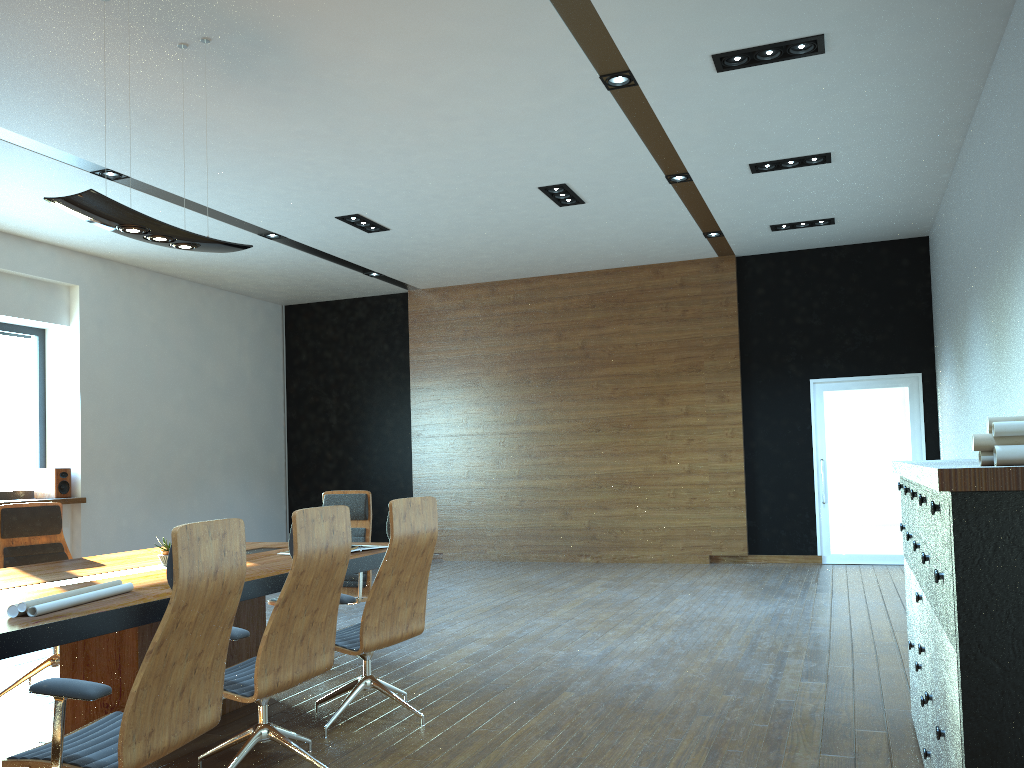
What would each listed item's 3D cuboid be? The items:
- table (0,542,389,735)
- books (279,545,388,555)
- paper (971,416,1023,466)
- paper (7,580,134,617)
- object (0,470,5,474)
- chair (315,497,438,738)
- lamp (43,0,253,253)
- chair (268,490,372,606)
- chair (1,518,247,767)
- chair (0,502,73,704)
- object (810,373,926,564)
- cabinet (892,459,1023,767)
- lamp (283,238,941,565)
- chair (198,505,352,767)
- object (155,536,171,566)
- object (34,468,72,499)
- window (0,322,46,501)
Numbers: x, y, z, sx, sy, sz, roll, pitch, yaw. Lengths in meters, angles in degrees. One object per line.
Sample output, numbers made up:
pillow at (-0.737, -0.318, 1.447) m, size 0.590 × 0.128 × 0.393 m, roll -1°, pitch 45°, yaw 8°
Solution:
table at (-2.325, 1.242, 3.267) m, size 1.786 × 0.795 × 5.553 m, roll -3°, pitch -5°, yaw 21°
books at (-1.029, 0.956, 5.175) m, size 0.390 × 0.033 × 0.545 m, roll -5°, pitch -6°, yaw 32°
paper at (1.484, 0.131, 2.164) m, size 0.645 × 0.124 × 0.145 m, roll -4°, pitch -4°, yaw 21°
paper at (-2.414, 0.770, 2.880) m, size 2.241 × 0.083 × 0.630 m, roll 1°, pitch -6°, yaw -29°
object at (-5.188, 0.826, 8.436) m, size 0.474 × 0.619 × 0.516 m, roll -4°, pitch -4°, yaw 36°
chair at (-0.751, 1.150, 4.551) m, size 0.697 × 1.125 × 0.707 m, roll -3°, pitch -4°, yaw 28°
lamp at (-1.889, -1.363, 4.731) m, size 0.340 × 1.196 × 1.199 m, roll -3°, pitch -4°, yaw 21°
chair at (-1.278, 1.294, 5.964) m, size 0.707 × 1.125 × 0.697 m, roll -3°, pitch -4°, yaw 23°
chair at (-1.257, 1.016, 2.890) m, size 0.696 × 1.125 × 0.708 m, roll -2°, pitch -3°, yaw 12°
chair at (-2.744, 1.281, 5.336) m, size 0.697 × 1.125 × 0.707 m, roll -4°, pitch -4°, yaw 36°
object at (4.129, 0.993, 10.249) m, size 1.198 × 2.155 × 0.200 m, roll -3°, pitch -3°, yaw 21°
cabinet at (1.817, 0.881, 3.064) m, size 0.768 × 1.230 × 2.353 m, roll -3°, pitch -5°, yaw 21°
lamp at (-0.506, 0.260, 9.249) m, size 9.399 × 3.699 × 16.718 m, roll -4°, pitch -5°, yaw 21°
chair at (-1.056, 1.086, 3.738) m, size 0.696 × 1.125 × 0.707 m, roll -3°, pitch -4°, yaw 21°
object at (-1.803, 0.867, 4.699) m, size 0.177 × 0.187 × 0.153 m, roll -1°, pitch -4°, yaw -4°
object at (-4.894, 1.058, 9.446) m, size 0.314 × 0.321 × 0.211 m, roll -3°, pitch -4°, yaw 21°
window at (-5.755, 0.194, 8.126) m, size 0.053 × 1.857 × 3.471 m, roll -3°, pitch -5°, yaw 21°
